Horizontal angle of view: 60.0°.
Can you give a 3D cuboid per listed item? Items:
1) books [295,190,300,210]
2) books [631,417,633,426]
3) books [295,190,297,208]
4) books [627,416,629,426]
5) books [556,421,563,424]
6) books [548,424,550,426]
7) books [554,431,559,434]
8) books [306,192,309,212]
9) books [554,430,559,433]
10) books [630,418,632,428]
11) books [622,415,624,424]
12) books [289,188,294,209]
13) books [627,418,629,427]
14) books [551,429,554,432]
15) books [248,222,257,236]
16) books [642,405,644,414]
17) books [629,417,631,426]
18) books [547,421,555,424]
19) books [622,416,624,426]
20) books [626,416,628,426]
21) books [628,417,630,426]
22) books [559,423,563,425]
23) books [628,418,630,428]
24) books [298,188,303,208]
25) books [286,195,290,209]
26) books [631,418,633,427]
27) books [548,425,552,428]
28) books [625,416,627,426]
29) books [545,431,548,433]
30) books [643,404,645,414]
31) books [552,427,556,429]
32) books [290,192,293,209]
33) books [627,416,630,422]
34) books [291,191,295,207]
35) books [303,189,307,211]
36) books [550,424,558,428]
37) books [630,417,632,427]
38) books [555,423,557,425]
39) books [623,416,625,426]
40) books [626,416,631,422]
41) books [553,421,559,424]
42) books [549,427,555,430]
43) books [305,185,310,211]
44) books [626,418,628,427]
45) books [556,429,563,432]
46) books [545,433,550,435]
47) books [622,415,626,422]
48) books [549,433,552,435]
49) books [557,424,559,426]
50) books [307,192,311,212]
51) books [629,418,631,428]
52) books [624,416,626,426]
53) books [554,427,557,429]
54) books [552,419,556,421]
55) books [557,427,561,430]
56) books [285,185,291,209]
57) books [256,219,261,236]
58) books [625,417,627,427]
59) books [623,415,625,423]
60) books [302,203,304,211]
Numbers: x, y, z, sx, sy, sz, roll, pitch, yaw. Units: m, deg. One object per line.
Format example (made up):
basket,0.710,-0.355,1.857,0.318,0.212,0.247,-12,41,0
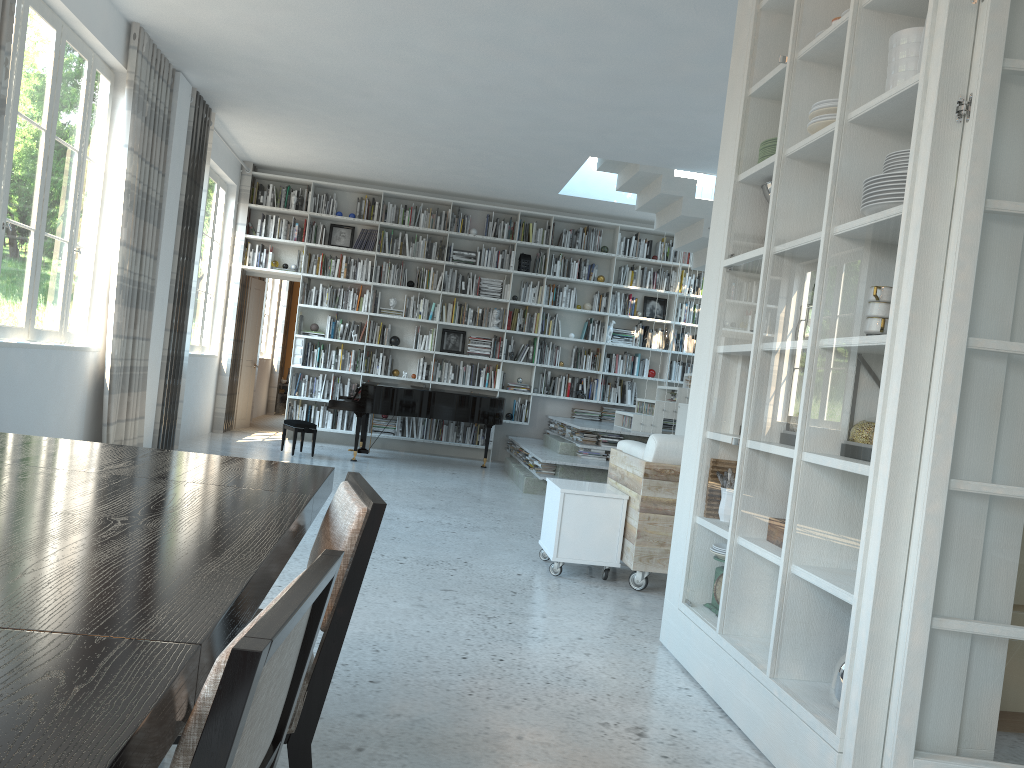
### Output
books,-2.597,-2.207,10.767,0.027,0.259,0.147,7,1,-7
books,1.410,0.444,9.991,0.125,0.125,0.010,7,1,-7
books,-2.621,-2.207,10.767,0.021,0.253,0.179,7,1,-7
books,1.390,0.441,10.168,0.125,0.125,0.008,7,1,-7
books,0.632,0.466,10.568,0.165,0.015,0.243,7,0,-12
books,0.559,0.530,11.160,0.179,0.012,0.261,7,0,-7
books,0.616,0.589,10.570,0.183,0.012,0.296,7,0,-8
books,-2.473,-2.193,10.787,0.025,0.259,0.138,7,1,-7
books,0.613,0.576,10.569,0.190,0.012,0.235,7,0,-9
books,1.406,0.444,10.023,0.125,0.125,0.008,7,1,-7
books,1.362,0.437,10.411,0.125,0.125,0.008,7,1,-7
books,-2.683,-2.225,10.764,0.013,0.275,0.158,7,1,-7
books,1.391,0.441,10.160,0.125,0.125,0.008,7,1,-7
books,0.587,0.582,10.872,0.173,0.017,0.233,7,0,-8
books,-3.132,-1.859,10.732,0.121,0.176,0.129,7,1,-7
books,1.561,0.286,10.145,0.125,0.125,0.010,7,1,-7
books,1.400,0.443,10.077,0.125,0.125,0.007,7,1,-7
books,0.557,0.489,11.159,0.171,0.015,0.252,7,0,-12
books,1.363,0.437,10.402,0.125,0.125,0.010,7,1,-7
books,1.384,0.440,10.214,0.125,0.125,0.007,7,1,-7
books,1.395,0.442,10.122,0.125,0.125,0.007,7,1,-7
books,0.643,0.482,10.569,0.149,0.013,0.220,7,0,-4
books,1.396,0.442,10.115,0.125,0.125,0.008,7,1,-7
books,-2.576,-2.221,10.781,0.013,0.292,0.154,7,1,-7
books,-2.706,-2.184,10.756,0.024,0.187,0.159,7,1,-7
books,1.411,0.444,9.984,0.125,0.125,0.010,7,1,-7
books,0.552,0.545,11.160,0.175,0.017,0.265,7,0,-4
books,1.379,0.439,10.261,0.125,0.125,0.007,7,1,-7
books,0.507,0.611,11.192,0.174,0.009,0.240,7,0,-5
books,1.565,0.287,10.106,0.125,0.125,0.014,7,1,-7
books,0.597,0.549,10.872,0.152,0.009,0.259,7,0,-10
books,-2.669,-2.199,10.766,0.021,0.226,0.156,7,1,-7
books,1.387,0.441,10.192,0.125,0.125,0.008,7,1,-7
books,-2.644,-2.205,10.755,0.025,0.244,0.167,7,1,-7
books,-2.508,-2.210,10.781,0.022,0.286,0.175,7,1,-7
books,0.583,0.519,10.870,0.189,0.030,0.237,7,0,-10
books,1.406,0.444,10.030,0.125,0.125,0.008,7,1,-7
books,0.604,0.494,10.871,0.143,0.012,0.264,7,0,-2
books,1.368,0.438,10.354,0.125,0.125,0.010,7,1,-7
books,1.382,0.440,10.239,0.125,0.125,0.007,7,1,-7
books,0.604,0.479,10.871,0.163,0.018,0.289,7,0,-8
books,0.559,0.562,11.161,0.163,0.017,0.232,7,0,-5
books,-2.487,-2.233,10.778,0.014,0.337,0.167,7,1,-7
books,1.385,0.440,10.207,0.125,0.125,0.007,7,1,-7
books,0.624,0.560,10.569,0.164,0.023,0.242,7,0,-3
books,0.508,0.635,11.193,0.159,0.009,0.210,7,0,-3
books,1.360,0.436,10.426,0.125,0.125,0.007,7,1,-7
books,0.554,0.623,10.884,0.149,0.014,0.228,7,0,-9
books,0.635,0.501,10.569,0.167,0.008,0.234,7,0,-8
books,-2.444,-2.185,10.753,0.024,0.252,0.235,7,1,-7
books,1.401,0.443,10.069,0.125,0.125,0.007,7,1,-7
books,1.374,0.438,10.307,0.125,0.125,0.008,7,1,-7
books,0.594,0.540,10.872,0.163,0.008,0.294,7,0,-9
books,0.598,0.452,10.870,0.171,0.020,0.193,7,0,-12
books,0.637,0.541,10.570,0.154,0.018,0.220,7,0,-8
books,-2.725,-2.250,10.762,0.029,0.314,0.129,7,1,-7
books,-3.052,-1.870,10.730,0.034,0.218,0.166,7,1,-7
books,1.380,0.439,10.253,0.125,0.125,0.008,7,1,-7
books,1.367,0.437,10.369,0.125,0.125,0.008,7,1,-7
books,-2.539,-2.163,10.780,0.028,0.185,0.167,7,1,-7
